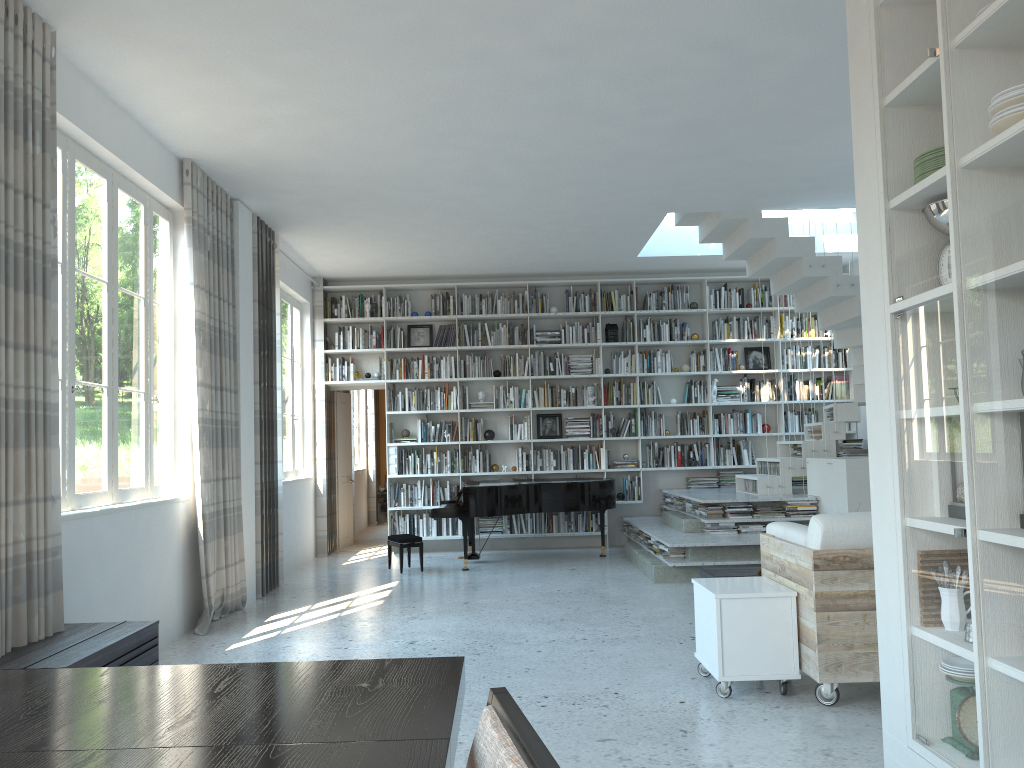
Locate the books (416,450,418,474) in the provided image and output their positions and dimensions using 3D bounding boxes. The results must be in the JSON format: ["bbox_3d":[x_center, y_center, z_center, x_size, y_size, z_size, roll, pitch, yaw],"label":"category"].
[{"bbox_3d":[-1.117,0.915,10.414,0.007,0.286,0.182,-2,-4,-1],"label":"books"}]

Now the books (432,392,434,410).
[{"bbox_3d":[-0.927,0.209,10.482,0.013,0.227,0.151,-2,-4,-1],"label":"books"}]

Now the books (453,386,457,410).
[{"bbox_3d":[-0.675,0.173,10.491,0.027,0.285,0.148,-2,-4,-1],"label":"books"}]

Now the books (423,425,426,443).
[{"bbox_3d":[-1.022,0.586,10.429,0.029,0.208,0.189,-2,-4,-1],"label":"books"}]

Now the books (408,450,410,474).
[{"bbox_3d":[-1.207,0.921,10.426,0.008,0.279,0.164,-2,-4,-1],"label":"books"}]

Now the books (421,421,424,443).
[{"bbox_3d":[-1.053,0.565,10.460,0.031,0.255,0.143,-2,-4,-1],"label":"books"}]

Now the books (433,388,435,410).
[{"bbox_3d":[-0.915,0.186,10.479,0.012,0.272,0.145,-2,-4,-1],"label":"books"}]

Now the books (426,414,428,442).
[{"bbox_3d":[-1.004,0.524,10.467,0.011,0.335,0.153,-2,-3,-1],"label":"books"}]

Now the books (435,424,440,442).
[{"bbox_3d":[-0.876,0.581,10.467,0.056,0.214,0.143,-2,-4,-1],"label":"books"}]

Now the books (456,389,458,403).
[{"bbox_3d":[-0.643,0.187,10.492,0.036,0.257,0.123,-2,-4,-1],"label":"books"}]

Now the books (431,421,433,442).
[{"bbox_3d":[-0.939,0.563,10.446,0.011,0.250,0.172,-2,-4,-1],"label":"books"}]

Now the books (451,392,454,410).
[{"bbox_3d":[-0.703,0.205,10.484,0.031,0.223,0.145,-2,-4,-1],"label":"books"}]

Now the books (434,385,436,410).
[{"bbox_3d":[-0.905,0.171,10.496,0.011,0.304,0.130,-2,-3,-1],"label":"books"}]

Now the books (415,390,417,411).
[{"bbox_3d":[-1.127,0.203,10.463,0.021,0.247,0.189,-2,-4,-1],"label":"books"}]

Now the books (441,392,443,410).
[{"bbox_3d":[-0.822,0.210,10.488,0.021,0.220,0.148,-2,-4,-1],"label":"books"}]

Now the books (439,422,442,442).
[{"bbox_3d":[-0.842,0.567,10.467,0.013,0.241,0.141,-2,-4,-1],"label":"books"}]

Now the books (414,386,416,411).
[{"bbox_3d":[-1.144,0.181,10.472,0.011,0.293,0.183,-2,-4,-1],"label":"books"}]

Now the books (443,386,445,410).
[{"bbox_3d":[-0.805,0.174,10.495,0.015,0.292,0.144,-2,-4,-1],"label":"books"}]

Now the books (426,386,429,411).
[{"bbox_3d":[-0.996,0.174,10.475,0.013,0.299,0.152,-2,-4,-1],"label":"books"}]

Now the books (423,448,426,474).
[{"bbox_3d":[-1.032,0.904,10.430,0.012,0.306,0.189,-2,-4,-1],"label":"books"}]

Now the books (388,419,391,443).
[{"bbox_3d":[-1.439,0.561,10.460,0.012,0.285,0.159,-2,-4,-1],"label":"books"}]

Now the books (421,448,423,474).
[{"bbox_3d":[-1.047,0.906,10.417,0.019,0.300,0.180,-2,-4,-1],"label":"books"}]

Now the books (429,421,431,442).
[{"bbox_3d":[-0.956,0.566,10.464,0.022,0.248,0.129,-2,-4,-1],"label":"books"}]

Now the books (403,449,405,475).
[{"bbox_3d":[-1.267,0.916,10.432,0.014,0.294,0.171,-2,-4,-1],"label":"books"}]

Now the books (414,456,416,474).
[{"bbox_3d":[-1.136,0.955,10.443,0.016,0.211,0.146,-2,-4,-1],"label":"books"}]

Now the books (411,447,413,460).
[{"bbox_3d":[-1.171,0.903,10.430,0.006,0.314,0.145,-2,-3,-1],"label":"books"}]

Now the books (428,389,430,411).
[{"bbox_3d":[-0.978,0.196,10.485,0.021,0.256,0.156,-2,-4,-1],"label":"books"}]

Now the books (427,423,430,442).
[{"bbox_3d":[-0.982,0.576,10.470,0.030,0.231,0.148,-2,-4,-1],"label":"books"}]

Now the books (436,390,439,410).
[{"bbox_3d":[-0.873,0.201,10.499,0.028,0.242,0.131,-2,-4,-1],"label":"books"}]

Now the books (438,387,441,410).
[{"bbox_3d":[-0.852,0.182,10.472,0.015,0.275,0.157,-2,-4,-1],"label":"books"}]

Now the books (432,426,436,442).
[{"bbox_3d":[-0.918,0.592,10.432,0.029,0.190,0.189,-2,-4,-1],"label":"books"}]

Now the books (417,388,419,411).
[{"bbox_3d":[-1.111,0.192,10.481,0.011,0.270,0.158,-2,-4,-1],"label":"books"}]

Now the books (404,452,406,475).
[{"bbox_3d":[-1.248,0.935,10.440,0.022,0.257,0.141,-2,-4,-1],"label":"books"}]

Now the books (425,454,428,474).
[{"bbox_3d":[-1.003,0.942,10.446,0.045,0.230,0.138,-2,-4,-1],"label":"books"}]

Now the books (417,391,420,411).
[{"bbox_3d":[-1.093,0.207,10.464,0.024,0.237,0.167,-2,-4,-1],"label":"books"}]

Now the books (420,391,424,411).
[{"bbox_3d":[-1.060,0.204,10.473,0.023,0.242,0.184,-2,-4,-1],"label":"books"}]

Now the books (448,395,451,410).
[{"bbox_3d":[-0.733,0.226,10.482,0.030,0.183,0.152,-2,-4,-1],"label":"books"}]

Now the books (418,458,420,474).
[{"bbox_3d":[-1.088,0.963,10.413,0.016,0.188,0.183,-2,-4,-1],"label":"books"}]

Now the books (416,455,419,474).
[{"bbox_3d":[-1.105,0.948,10.418,0.015,0.219,0.190,-2,-4,-1],"label":"books"}]

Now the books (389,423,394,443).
[{"bbox_3d":[-1.418,0.580,10.449,0.028,0.243,0.156,-2,-4,-1],"label":"books"}]

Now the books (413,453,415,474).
[{"bbox_3d":[-1.149,0.936,10.413,0.009,0.244,0.184,-2,-4,-1],"label":"books"}]

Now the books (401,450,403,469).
[{"bbox_3d":[-1.282,0.919,10.439,0.016,0.289,0.152,-2,-4,-1],"label":"books"}]

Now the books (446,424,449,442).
[{"bbox_3d":[-0.759,0.580,10.446,0.030,0.207,0.172,-2,-4,-1],"label":"books"}]

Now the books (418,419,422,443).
[{"bbox_3d":[-1.081,0.556,10.452,0.024,0.272,0.150,-2,-4,-1],"label":"books"}]

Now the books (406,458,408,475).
[{"bbox_3d":[-1.219,0.965,10.403,0.019,0.189,0.193,-2,-4,-1],"label":"books"}]

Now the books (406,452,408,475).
[{"bbox_3d":[-1.233,0.930,10.421,0.007,0.264,0.177,-2,-4,-1],"label":"books"}]

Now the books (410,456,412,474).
[{"bbox_3d":[-1.181,0.952,10.418,0.015,0.216,0.180,-2,-4,-1],"label":"books"}]

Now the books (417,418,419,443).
[{"bbox_3d":[-1.099,0.551,10.453,0.012,0.285,0.159,-2,-4,-1],"label":"books"}]

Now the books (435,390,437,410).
[{"bbox_3d":[-0.893,0.196,10.489,0.011,0.251,0.139,-2,-4,-1],"label":"books"}]

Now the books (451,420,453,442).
[{"bbox_3d":[-0.707,0.558,10.461,0.021,0.251,0.154,-2,-4,-1],"label":"books"}]

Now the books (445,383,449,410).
[{"bbox_3d":[-0.768,0.155,10.483,0.035,0.325,0.170,-2,-4,-1],"label":"books"}]

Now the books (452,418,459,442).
[{"bbox_3d":[-0.656,0.541,10.423,0.082,0.276,0.228,-2,-4,-1],"label":"books"}]

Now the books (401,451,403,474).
[{"bbox_3d":[-1.294,0.922,10.440,0.008,0.285,0.159,-2,-4,-1],"label":"books"}]

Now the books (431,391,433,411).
[{"bbox_3d":[-0.940,0.208,10.471,0.013,0.229,0.177,-2,-4,-1],"label":"books"}]

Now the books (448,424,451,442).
[{"bbox_3d":[-0.731,0.579,10.456,0.027,0.209,0.144,-2,-4,-1],"label":"books"}]

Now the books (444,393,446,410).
[{"bbox_3d":[-0.790,0.217,10.478,0.013,0.203,0.161,-2,-4,-1],"label":"books"}]

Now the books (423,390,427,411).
[{"bbox_3d":[-1.025,0.198,10.491,0.048,0.256,0.141,-2,-4,-1],"label":"books"}]

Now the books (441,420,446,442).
[{"bbox_3d":[-0.805,0.558,10.454,0.060,0.255,0.158,-2,-4,-1],"label":"books"}]
